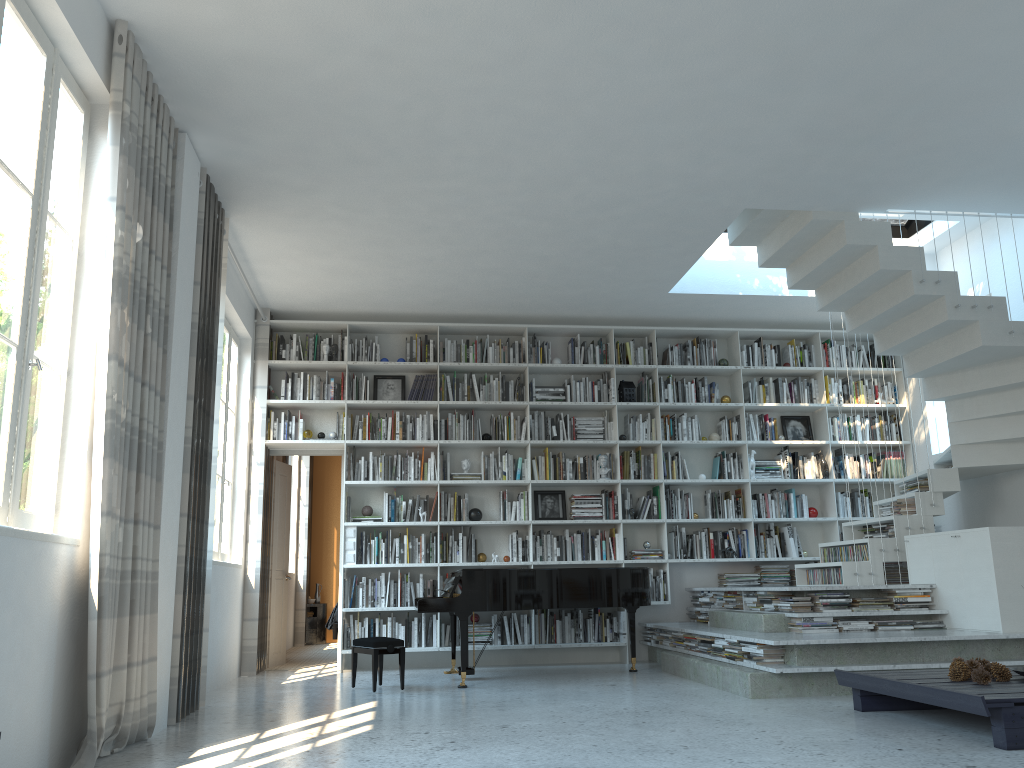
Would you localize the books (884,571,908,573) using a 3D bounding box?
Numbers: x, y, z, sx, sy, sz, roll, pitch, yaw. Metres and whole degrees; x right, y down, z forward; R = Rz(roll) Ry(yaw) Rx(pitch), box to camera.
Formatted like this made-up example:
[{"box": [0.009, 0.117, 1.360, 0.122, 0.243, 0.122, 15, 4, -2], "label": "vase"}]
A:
[{"box": [3.627, 1.821, 8.580, 0.327, 0.008, 0.208, -1, -13, -1], "label": "books"}]

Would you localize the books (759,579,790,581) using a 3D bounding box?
[{"box": [2.475, 1.861, 8.426, 0.285, 0.007, 0.160, 0, -13, -5], "label": "books"}]

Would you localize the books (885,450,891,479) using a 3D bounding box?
[{"box": [3.699, 0.817, 8.801, 0.033, 0.293, 0.169, 0, -13, -7], "label": "books"}]

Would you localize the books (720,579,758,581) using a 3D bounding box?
[{"box": [2.141, 1.855, 8.390, 0.308, 0.008, 0.195, 1, -13, -7], "label": "books"}]

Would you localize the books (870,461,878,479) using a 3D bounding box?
[{"box": [3.543, 0.867, 8.751, 0.024, 0.180, 0.191, 0, -13, -7], "label": "books"}]

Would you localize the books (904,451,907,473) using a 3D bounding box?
[{"box": [3.867, 0.819, 8.822, 0.018, 0.292, 0.169, 0, -13, -7], "label": "books"}]

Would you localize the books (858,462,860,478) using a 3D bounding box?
[{"box": [3.388, 0.871, 8.764, 0.030, 0.184, 0.137, 0, -13, -7], "label": "books"}]

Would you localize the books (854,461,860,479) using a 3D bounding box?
[{"box": [3.364, 0.864, 8.741, 0.023, 0.189, 0.170, 0, -13, -7], "label": "books"}]

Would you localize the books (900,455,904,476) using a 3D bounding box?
[{"box": [3.831, 0.818, 8.817, 0.018, 0.292, 0.169, 0, -13, -7], "label": "books"}]

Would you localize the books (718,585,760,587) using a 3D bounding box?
[{"box": [2.142, 1.904, 8.368, 0.345, 0.007, 0.194, 0, -13, -3], "label": "books"}]

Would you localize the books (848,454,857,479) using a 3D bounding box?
[{"box": [3.325, 0.828, 8.743, 0.056, 0.261, 0.177, 0, -13, -7], "label": "books"}]

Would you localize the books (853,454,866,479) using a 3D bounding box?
[{"box": [3.438, 0.834, 8.773, 0.029, 0.258, 0.172, 0, -13, -7], "label": "books"}]

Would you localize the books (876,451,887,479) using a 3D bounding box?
[{"box": [3.662, 0.819, 8.795, 0.072, 0.291, 0.169, 0, -13, -7], "label": "books"}]

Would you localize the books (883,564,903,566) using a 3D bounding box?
[{"box": [3.625, 1.758, 8.592, 0.254, 0.009, 0.161, 0, -13, -3], "label": "books"}]

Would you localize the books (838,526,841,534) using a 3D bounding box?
[{"box": [3.123, 1.512, 8.508, 0.011, 0.292, 0.144, 0, -13, -7], "label": "books"}]

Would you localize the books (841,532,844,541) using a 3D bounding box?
[{"box": [3.138, 1.537, 8.485, 0.014, 0.233, 0.183, 0, -13, -7], "label": "books"}]

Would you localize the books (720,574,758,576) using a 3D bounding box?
[{"box": [2.144, 1.810, 8.394, 0.308, 0.008, 0.195, 0, -13, -5], "label": "books"}]

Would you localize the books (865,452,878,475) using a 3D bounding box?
[{"box": [3.563, 0.826, 8.791, 0.026, 0.277, 0.170, 0, -13, -7], "label": "books"}]

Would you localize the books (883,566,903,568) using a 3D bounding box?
[{"box": [3.625, 1.776, 8.590, 0.254, 0.009, 0.161, 0, -13, -4], "label": "books"}]

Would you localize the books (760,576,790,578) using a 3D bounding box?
[{"box": [2.475, 1.833, 8.424, 0.285, 0.007, 0.160, 2, -13, -12], "label": "books"}]

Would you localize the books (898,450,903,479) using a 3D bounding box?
[{"box": [3.814, 0.817, 8.810, 0.018, 0.292, 0.169, 0, -13, -7], "label": "books"}]

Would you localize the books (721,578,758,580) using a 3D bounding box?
[{"box": [2.145, 1.845, 8.379, 0.308, 0.008, 0.195, -1, -13, -2], "label": "books"}]

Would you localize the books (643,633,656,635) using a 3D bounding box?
[{"box": [1.306, 2.272, 8.057, 0.188, 0.009, 0.211, 1, -13, -8], "label": "books"}]

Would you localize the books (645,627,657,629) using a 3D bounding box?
[{"box": [1.317, 2.219, 8.070, 0.158, 0.014, 0.235, 1, -13, -9], "label": "books"}]

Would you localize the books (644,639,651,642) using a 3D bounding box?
[{"box": [1.317, 2.329, 8.045, 0.171, 0.015, 0.242, 1, -13, -7], "label": "books"}]

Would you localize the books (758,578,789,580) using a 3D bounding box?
[{"box": [2.475, 1.854, 8.423, 0.254, 0.007, 0.161, 1, -13, -11], "label": "books"}]

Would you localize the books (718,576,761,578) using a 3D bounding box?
[{"box": [2.145, 1.823, 8.383, 0.345, 0.007, 0.194, 2, -13, -12], "label": "books"}]

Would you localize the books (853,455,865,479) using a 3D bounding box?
[{"box": [3.415, 0.837, 8.758, 0.022, 0.246, 0.181, 0, -13, -7], "label": "books"}]

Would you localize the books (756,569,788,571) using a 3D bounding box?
[{"box": [2.474, 1.771, 8.441, 0.254, 0.005, 0.161, 0, -13, -3], "label": "books"}]

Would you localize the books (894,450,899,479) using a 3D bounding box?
[{"box": [3.778, 0.817, 8.806, 0.018, 0.292, 0.169, 0, -13, -7], "label": "books"}]

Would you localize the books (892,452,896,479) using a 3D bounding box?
[{"box": [3.741, 0.818, 8.806, 0.018, 0.292, 0.169, 0, -13, -7], "label": "books"}]

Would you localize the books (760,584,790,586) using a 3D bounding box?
[{"box": [2.474, 1.910, 8.420, 0.285, 0.007, 0.160, 1, -13, -7], "label": "books"}]

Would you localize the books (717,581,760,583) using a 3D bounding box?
[{"box": [2.142, 1.869, 8.382, 0.345, 0.007, 0.194, 1, -13, -9], "label": "books"}]

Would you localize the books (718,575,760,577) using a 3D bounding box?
[{"box": [2.144, 1.817, 8.393, 0.345, 0.007, 0.194, 0, -13, -5], "label": "books"}]

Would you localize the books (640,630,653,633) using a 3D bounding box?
[{"box": [1.297, 2.249, 8.061, 0.191, 0.013, 0.244, 1, -13, -11], "label": "books"}]

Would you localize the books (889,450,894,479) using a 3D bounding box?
[{"box": [3.725, 0.814, 8.790, 0.018, 0.292, 0.169, 0, -13, -7], "label": "books"}]

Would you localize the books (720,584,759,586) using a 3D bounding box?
[{"box": [2.142, 1.897, 8.370, 0.308, 0.008, 0.195, 1, -13, -11], "label": "books"}]

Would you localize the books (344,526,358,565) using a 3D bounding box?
[{"box": [-1.447, 1.454, 7.962, 0.106, 0.339, 0.307, 0, -13, -7], "label": "books"}]

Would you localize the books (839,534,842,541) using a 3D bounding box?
[{"box": [3.104, 1.547, 8.483, 0.031, 0.214, 0.165, 0, -13, -7], "label": "books"}]

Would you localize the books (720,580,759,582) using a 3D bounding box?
[{"box": [2.143, 1.859, 8.375, 0.308, 0.008, 0.195, 2, -13, -12], "label": "books"}]

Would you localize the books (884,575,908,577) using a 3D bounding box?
[{"box": [3.628, 1.858, 8.572, 0.327, 0.008, 0.208, 0, -13, -3], "label": "books"}]

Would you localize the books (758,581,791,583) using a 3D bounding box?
[{"box": [2.474, 1.881, 8.416, 0.285, 0.007, 0.160, 1, -13, -11], "label": "books"}]

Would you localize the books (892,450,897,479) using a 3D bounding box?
[{"box": [3.759, 0.818, 8.808, 0.018, 0.292, 0.169, 0, -13, -7], "label": "books"}]

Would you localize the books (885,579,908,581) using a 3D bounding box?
[{"box": [3.628, 1.897, 8.575, 0.327, 0.008, 0.208, 1, -13, -7], "label": "books"}]

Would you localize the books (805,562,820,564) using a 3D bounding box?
[{"box": [2.960, 1.719, 8.480, 0.204, 0.035, 0.267, 0, -13, -6], "label": "books"}]

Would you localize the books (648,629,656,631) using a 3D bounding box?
[{"box": [1.332, 2.234, 8.068, 0.133, 0.017, 0.231, 0, -13, -6], "label": "books"}]

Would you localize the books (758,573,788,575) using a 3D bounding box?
[{"box": [2.470, 1.809, 8.441, 0.254, 0.005, 0.161, 1, -13, -7], "label": "books"}]

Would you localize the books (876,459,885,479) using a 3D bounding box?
[{"box": [3.622, 0.857, 8.780, 0.088, 0.216, 0.167, 0, -13, -7], "label": "books"}]

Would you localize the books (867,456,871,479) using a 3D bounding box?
[{"box": [3.499, 0.842, 8.790, 0.025, 0.248, 0.134, 0, -13, -7], "label": "books"}]

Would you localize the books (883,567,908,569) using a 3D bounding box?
[{"box": [3.627, 1.783, 8.585, 0.327, 0.008, 0.208, -1, -13, -2], "label": "books"}]

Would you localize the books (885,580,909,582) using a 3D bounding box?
[{"box": [3.628, 1.904, 8.565, 0.327, 0.008, 0.208, 0, -13, -4], "label": "books"}]

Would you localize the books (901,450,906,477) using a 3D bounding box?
[{"box": [3.851, 0.816, 8.809, 0.018, 0.292, 0.169, 0, -13, -7], "label": "books"}]

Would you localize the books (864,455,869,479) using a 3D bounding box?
[{"box": [3.481, 0.838, 8.785, 0.012, 0.253, 0.161, 0, -13, -7], "label": "books"}]

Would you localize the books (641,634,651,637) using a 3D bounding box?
[{"box": [1.303, 2.282, 8.054, 0.177, 0.012, 0.279, 1, -13, -11], "label": "books"}]

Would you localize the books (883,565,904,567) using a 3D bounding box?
[{"box": [3.625, 1.767, 8.592, 0.285, 0.009, 0.160, 0, -13, -4], "label": "books"}]

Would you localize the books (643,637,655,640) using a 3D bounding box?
[{"box": [1.306, 2.307, 8.049, 0.179, 0.012, 0.262, 0, -13, -4], "label": "books"}]

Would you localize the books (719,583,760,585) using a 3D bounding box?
[{"box": [2.142, 1.889, 8.368, 0.345, 0.007, 0.194, -1, -13, -2], "label": "books"}]

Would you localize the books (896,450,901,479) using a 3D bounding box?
[{"box": [3.795, 0.818, 8.813, 0.018, 0.292, 0.169, 0, -13, -7], "label": "books"}]

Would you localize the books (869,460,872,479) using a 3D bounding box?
[{"box": [3.518, 0.863, 8.791, 0.014, 0.206, 0.138, 0, -13, -7], "label": "books"}]
